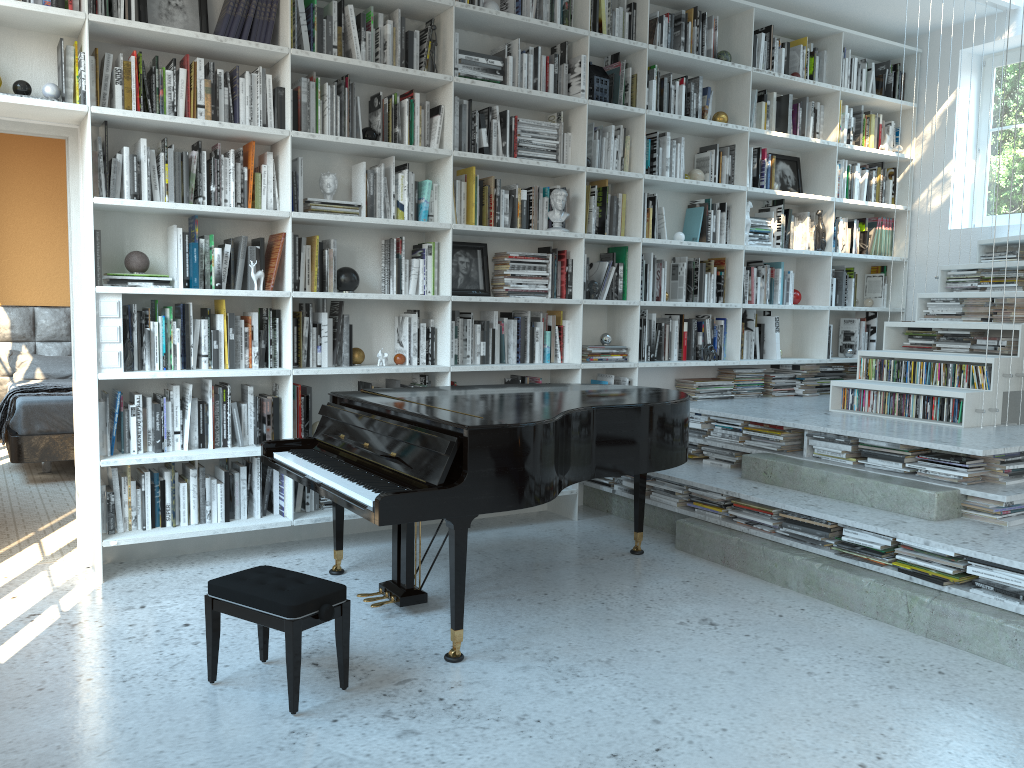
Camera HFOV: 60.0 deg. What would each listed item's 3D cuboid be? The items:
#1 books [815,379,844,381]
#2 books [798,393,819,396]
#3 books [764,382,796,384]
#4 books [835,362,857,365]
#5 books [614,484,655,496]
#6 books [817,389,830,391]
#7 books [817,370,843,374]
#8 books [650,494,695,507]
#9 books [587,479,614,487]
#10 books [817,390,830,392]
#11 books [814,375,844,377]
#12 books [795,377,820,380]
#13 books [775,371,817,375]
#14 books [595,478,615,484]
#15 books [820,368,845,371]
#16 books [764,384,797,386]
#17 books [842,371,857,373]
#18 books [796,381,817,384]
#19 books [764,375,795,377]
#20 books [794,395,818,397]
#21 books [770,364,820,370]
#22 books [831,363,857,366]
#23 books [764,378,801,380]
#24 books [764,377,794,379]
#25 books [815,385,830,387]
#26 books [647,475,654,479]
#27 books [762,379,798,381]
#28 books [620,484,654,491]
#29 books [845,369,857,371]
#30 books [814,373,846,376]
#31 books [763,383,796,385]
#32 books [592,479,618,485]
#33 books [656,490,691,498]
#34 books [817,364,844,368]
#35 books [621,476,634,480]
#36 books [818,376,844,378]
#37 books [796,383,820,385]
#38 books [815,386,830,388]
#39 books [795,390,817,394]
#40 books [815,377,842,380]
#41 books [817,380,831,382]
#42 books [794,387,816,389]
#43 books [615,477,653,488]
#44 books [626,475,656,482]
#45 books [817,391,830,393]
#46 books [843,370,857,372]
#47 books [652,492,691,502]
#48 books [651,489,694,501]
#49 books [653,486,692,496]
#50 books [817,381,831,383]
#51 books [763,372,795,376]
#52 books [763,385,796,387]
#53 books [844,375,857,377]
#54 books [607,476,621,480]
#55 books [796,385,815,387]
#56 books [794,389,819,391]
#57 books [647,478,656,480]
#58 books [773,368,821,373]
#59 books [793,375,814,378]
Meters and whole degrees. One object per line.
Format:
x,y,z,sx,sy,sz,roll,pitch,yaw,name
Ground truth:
2.208,-0.038,6.415,0.315,0.009,0.199,-1,5,-26,books
2.013,0.063,6.269,0.131,0.008,0.291,-2,6,-35,books
1.871,-0.018,6.216,0.327,0.008,0.207,-2,6,-34,books
2.546,-0.156,6.619,0.254,0.009,0.160,-2,5,-29,books
0.735,0.605,5.099,0.189,0.030,0.237,-2,5,-31,books
2.200,0.032,6.430,0.359,0.009,0.201,-2,5,-30,books
2.209,-0.094,6.413,0.315,0.018,0.199,-2,6,-35,books
0.895,0.630,4.837,0.177,0.026,0.230,-2,5,-28,books
0.590,0.588,5.353,0.171,0.016,0.241,-2,5,-31,books
2.206,0.042,6.421,0.359,0.009,0.201,-2,6,-36,books
2.204,-0.064,6.420,0.354,0.009,0.198,-2,6,-33,books
2.005,-0.047,6.253,0.169,0.010,0.282,-2,6,-32,books
2.004,-0.078,6.249,0.165,0.015,0.242,-2,5,-28,books
0.581,0.566,5.345,0.179,0.012,0.261,-2,5,-28,books
2.207,-0.112,6.416,0.354,0.017,0.198,-2,5,-29,books
1.868,-0.003,6.222,0.327,0.008,0.207,-2,5,-30,books
2.550,-0.093,6.621,0.327,0.008,0.207,-1,5,-26,books
2.008,-0.020,6.258,0.165,0.014,0.235,-2,5,-31,books
1.875,-0.064,6.206,0.367,0.007,0.205,-2,6,-36,books
2.003,0.073,6.265,0.158,0.012,0.278,-2,5,-28,books
1.991,-0.124,6.237,0.204,0.036,0.266,-2,5,-30,books
2.543,-0.147,6.624,0.285,0.009,0.159,-2,5,-31,books
1.874,-0.040,6.209,0.327,0.008,0.207,-1,5,-26,books
1.870,-0.050,6.215,0.327,0.008,0.207,-2,5,-29,books
2.202,0.005,6.425,0.320,0.009,0.202,-2,6,-33,books
0.758,0.510,5.102,0.135,0.014,0.297,-2,5,-30,books
1.868,-0.034,6.220,0.367,0.007,0.205,-2,6,-32,books
0.746,0.583,5.103,0.147,0.012,0.206,-2,6,-36,books
2.547,-0.111,6.621,0.285,0.009,0.159,-2,5,-28,books
2.211,-0.076,6.412,0.354,0.017,0.198,-1,5,-26,books
1.871,-0.011,6.217,0.367,0.007,0.205,-2,5,-28,books
0.589,0.576,5.351,0.155,0.009,0.232,-2,6,-36,books
0.912,0.589,4.843,0.147,0.012,0.206,-2,5,-30,books
2.204,-0.129,6.420,0.354,0.017,0.198,-2,5,-31,books
0.754,0.540,5.104,0.143,0.019,0.230,-2,5,-30,books
2.206,-0.056,6.418,0.354,0.009,0.198,-2,6,-34,books
2.004,-0.009,6.257,0.158,0.008,0.292,-2,5,-28,books
2.201,0.014,6.428,0.320,0.009,0.202,-2,6,-32,books
2.007,0.047,6.264,0.160,0.025,0.243,-2,6,-32,books
2.205,-0.047,6.419,0.315,0.009,0.199,-2,6,-34,books
2.205,-0.030,6.420,0.354,0.009,0.198,-2,5,-28,books
1.998,0.020,6.256,0.183,0.012,0.205,-2,6,-32,books
0.729,0.564,5.091,0.191,0.028,0.212,-1,5,-27,books
0.745,0.527,5.096,0.160,0.009,0.291,-2,5,-29,books
2.206,0.051,6.423,0.320,0.009,0.202,-1,5,-26,books
2.546,-0.102,6.622,0.254,0.009,0.160,-2,5,-28,books
0.901,0.609,4.838,0.172,0.014,0.220,-2,5,-30,books
0.912,0.598,4.844,0.149,0.007,0.300,-2,5,-31,books
0.898,0.573,4.833,0.171,0.020,0.193,-1,5,-27,books
2.206,-0.021,6.419,0.315,0.009,0.199,-1,5,-27,books
1.870,-0.072,6.213,0.367,0.007,0.205,-2,5,-29,books
1.867,0.004,6.223,0.367,0.007,0.205,-2,5,-30,books
2.548,-0.070,6.625,0.367,0.007,0.205,-1,5,-27,books
0.580,0.541,5.342,0.177,0.012,0.278,-2,6,-35,books
2.010,0.007,6.262,0.149,0.013,0.209,-2,5,-28,books
1.998,0.030,6.257,0.168,0.008,0.281,-2,6,-35,books
0.753,0.520,5.101,0.126,0.005,0.290,-2,6,-36,books
2.004,-0.096,6.247,0.159,0.012,0.285,-2,6,-35,books
1.999,-0.061,6.248,0.173,0.019,0.196,-1,5,-26,books
